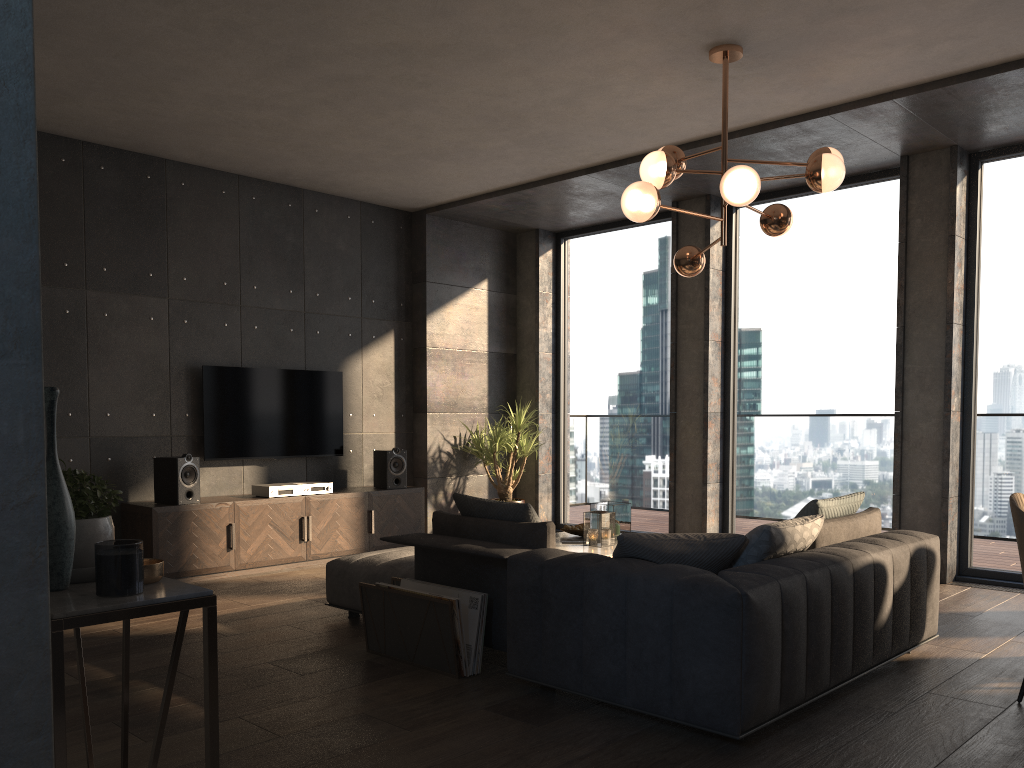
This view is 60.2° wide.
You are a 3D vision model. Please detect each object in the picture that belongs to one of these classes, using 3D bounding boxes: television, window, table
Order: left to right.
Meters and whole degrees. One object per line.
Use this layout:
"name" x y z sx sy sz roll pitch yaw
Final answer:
"table" -1.069 0.819 1.995 1.099 0.824 0.299 0 1 44
"television" -1.907 0.246 7.141 0.057 0.738 1.265 3 1 44
"table" 0.540 1.223 6.011 0.930 0.310 0.930 -2 -2 44
"window" 3.079 -0.099 6.399 7.261 3.010 0.199 -1 1 44

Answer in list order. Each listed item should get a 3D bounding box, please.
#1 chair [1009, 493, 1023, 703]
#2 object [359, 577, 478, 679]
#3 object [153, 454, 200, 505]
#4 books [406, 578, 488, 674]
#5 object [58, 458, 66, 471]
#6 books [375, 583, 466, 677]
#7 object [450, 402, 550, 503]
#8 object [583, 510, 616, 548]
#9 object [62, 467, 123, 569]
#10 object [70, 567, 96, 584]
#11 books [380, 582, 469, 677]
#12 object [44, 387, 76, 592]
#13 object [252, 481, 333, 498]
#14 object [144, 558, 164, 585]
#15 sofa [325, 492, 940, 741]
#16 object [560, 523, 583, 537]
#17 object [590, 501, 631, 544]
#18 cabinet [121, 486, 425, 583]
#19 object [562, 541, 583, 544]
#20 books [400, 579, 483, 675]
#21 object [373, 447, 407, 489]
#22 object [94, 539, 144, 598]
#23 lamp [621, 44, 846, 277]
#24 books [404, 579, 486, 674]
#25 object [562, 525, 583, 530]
"chair" 2.324 0.875 3.611 0.509 0.839 0.554 1 2 38
"object" -0.434 1.140 4.171 0.667 0.353 0.216 -1 0 44
"object" -2.366 0.667 6.245 0.249 0.355 0.198 1 2 29
"books" -0.333 1.129 4.163 0.567 0.356 0.062 -1 2 44
"object" -1.294 0.246 2.182 0.315 0.338 0.401 0 0 -5
"books" -0.430 1.126 4.079 0.567 0.356 0.064 -1 2 44
"object" -0.140 0.800 8.386 0.951 1.365 1.022 0 1 -15
"object" 0.574 0.950 5.798 0.149 0.221 0.148 1 2 44
"object" -0.923 0.288 1.855 0.195 0.228 0.187 0 1 23
"object" -0.923 0.388 1.857 0.229 0.031 0.228 2 -3 -40
"books" -0.416 1.126 4.083 0.567 0.356 0.064 -1 2 44
"object" -1.017 0.210 1.897 0.561 0.392 0.224 0 1 39
"object" -1.719 0.829 6.942 0.270 0.088 0.573 -2 -3 44
"object" -0.755 0.379 1.781 0.099 0.041 0.099 -1 -2 42
"sofa" 0.413 0.941 4.646 2.909 0.786 2.022 -2 -2 43
"object" 0.512 1.036 6.234 0.346 0.084 0.347 -1 -2 21
"object" 0.669 0.937 5.992 0.196 0.262 0.199 1 2 44
"cabinet" -1.769 1.151 7.007 0.540 0.553 2.406 0 -1 44
"object" 0.425 1.058 5.902 0.181 0.012 0.046 0 -2 5
"books" -0.360 1.130 4.142 0.567 0.354 0.079 -1 1 44
"object" -1.049 0.721 7.615 0.198 0.355 0.248 -1 2 -36
"object" -0.740 0.347 1.666 0.084 0.098 0.084 0 1 2
"lamp" 1.220 -1.204 4.660 1.014 1.041 1.462 0 0 20
"books" -0.346 1.129 4.154 0.567 0.356 0.068 -1 2 44
"object" 0.505 1.038 6.238 0.323 0.072 0.277 -1 -2 33
